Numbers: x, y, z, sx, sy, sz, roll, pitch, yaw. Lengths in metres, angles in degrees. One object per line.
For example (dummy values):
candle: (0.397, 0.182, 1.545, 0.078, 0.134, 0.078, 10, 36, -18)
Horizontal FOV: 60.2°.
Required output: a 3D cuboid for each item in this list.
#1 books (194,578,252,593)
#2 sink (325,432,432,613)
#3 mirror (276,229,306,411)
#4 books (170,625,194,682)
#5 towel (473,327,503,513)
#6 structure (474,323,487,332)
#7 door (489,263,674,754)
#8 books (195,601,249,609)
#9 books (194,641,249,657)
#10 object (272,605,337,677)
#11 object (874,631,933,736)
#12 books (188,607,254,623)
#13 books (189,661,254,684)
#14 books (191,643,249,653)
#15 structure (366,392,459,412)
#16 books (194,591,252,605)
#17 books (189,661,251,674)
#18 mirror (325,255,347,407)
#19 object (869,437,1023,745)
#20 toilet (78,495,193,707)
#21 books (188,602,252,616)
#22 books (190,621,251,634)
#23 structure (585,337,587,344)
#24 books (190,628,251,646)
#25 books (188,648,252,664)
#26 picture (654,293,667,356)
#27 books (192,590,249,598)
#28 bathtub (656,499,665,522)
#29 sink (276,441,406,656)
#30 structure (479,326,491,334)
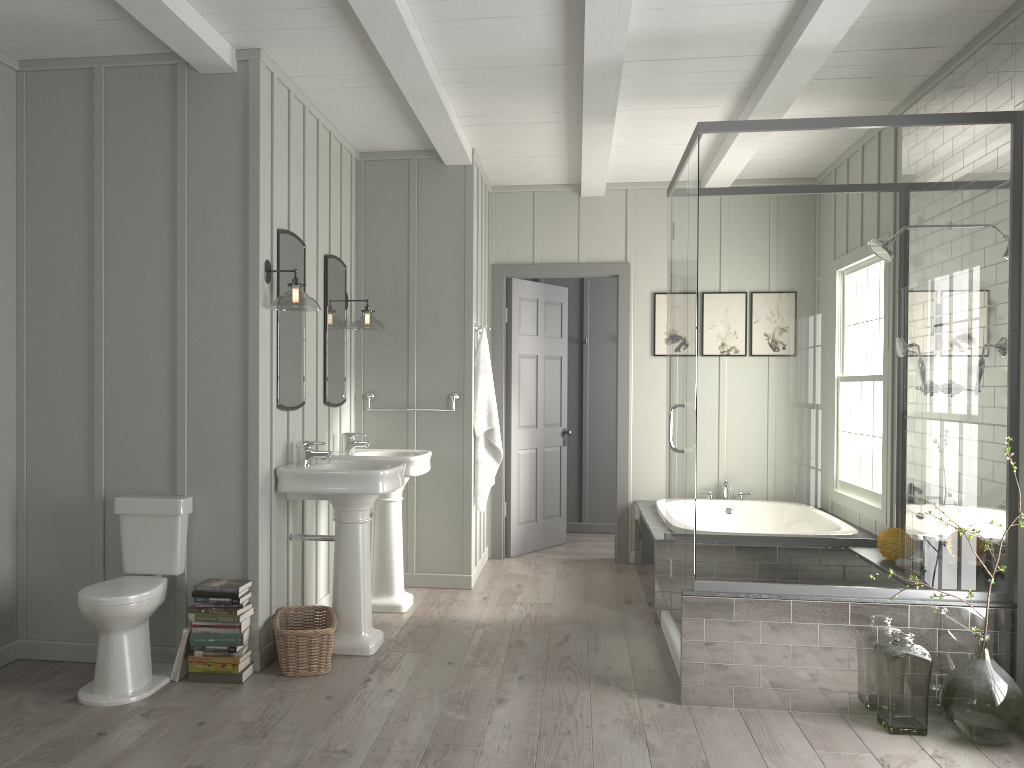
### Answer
books: (-1.263, 0.883, 3.869, 0.209, 0.024, 0.148, 0, 0, 8)
sink: (-0.765, 0.791, 5.152, 0.572, 1.013, 0.564, 0, 1, 6)
mirror: (-1.087, -0.308, 4.361, 0.015, 0.884, 0.420, 0, 1, 4)
books: (-1.430, 1.177, 3.899, 0.092, 0.235, 0.168, 0, 0, 5)
towel: (-0.149, 0.231, 5.761, 0.164, 1.204, 0.314, 1, 1, 10)
structure: (-0.204, -0.367, 5.754, 0.080, 0.056, 0.056, 0, 0, 7)
door: (-0.201, 0.200, 3.494, 4.298, 2.197, 7.710, 0, 0, 5)
books: (-1.271, 0.956, 3.882, 0.206, 0.025, 0.150, 0, 0, -4)
books: (-1.273, 1.164, 3.885, 0.207, 0.025, 0.150, 0, 0, -3)
object: (-0.957, 1.184, 4.081, 0.288, 0.220, 0.471, 0, 0, -13)
object: (1.475, 1.124, 3.341, 0.164, 0.361, 0.162, 0, 1, 4)
books: (-1.275, 1.007, 3.875, 0.237, 0.032, 0.168, 0, 0, 7)
books: (-1.275, 1.266, 3.887, 0.241, 0.049, 0.163, 0, 0, 4)
books: (-1.278, 1.140, 3.874, 0.209, 0.024, 0.148, 0, 0, 7)
structure: (-0.640, 0.114, 5.625, 0.608, 0.123, 0.054, 0, 1, 8)
books: (-1.264, 0.932, 3.870, 0.209, 0.024, 0.148, 0, 0, 6)
books: (-1.279, 1.221, 3.875, 0.224, 0.041, 0.161, 0, 0, 5)
mirror: (-1.028, -0.305, 5.168, 0.015, 0.884, 0.420, 0, 1, 4)
object: (1.603, 0.745, 3.245, 0.520, 1.117, 0.273, 0, 1, 6)
toilet: (-1.624, 0.897, 3.776, 0.335, 0.787, 0.520, 0, 0, 5)
books: (-1.277, 0.980, 3.875, 0.236, 0.024, 0.146, 0, 0, 13)
books: (-1.276, 1.049, 3.883, 0.224, 0.052, 0.155, 0, 0, 2)
structure: (0.652, -0.380, 7.784, 0.019, 0.051, 0.134, 0, 0, 4)
books: (-1.277, 1.101, 3.879, 0.228, 0.053, 0.159, 0, 0, -3)
books: (-1.278, 1.188, 3.877, 0.235, 0.024, 0.147, 0, 0, 7)
picture: (1.186, -0.431, 6.396, 0.316, 0.461, 0.012, 0, 1, 8)
books: (-1.275, 0.907, 3.871, 0.208, 0.024, 0.149, 0, 0, 3)
bathtub: (1.470, 0.922, 5.579, 1.058, 0.490, 1.546, 0, 0, 5)
sink: (-0.824, 0.788, 4.349, 0.572, 1.013, 0.564, 0, 1, 6)
structure: (-0.185, -0.366, 6.004, 0.080, 0.056, 0.056, 0, 0, 7)
